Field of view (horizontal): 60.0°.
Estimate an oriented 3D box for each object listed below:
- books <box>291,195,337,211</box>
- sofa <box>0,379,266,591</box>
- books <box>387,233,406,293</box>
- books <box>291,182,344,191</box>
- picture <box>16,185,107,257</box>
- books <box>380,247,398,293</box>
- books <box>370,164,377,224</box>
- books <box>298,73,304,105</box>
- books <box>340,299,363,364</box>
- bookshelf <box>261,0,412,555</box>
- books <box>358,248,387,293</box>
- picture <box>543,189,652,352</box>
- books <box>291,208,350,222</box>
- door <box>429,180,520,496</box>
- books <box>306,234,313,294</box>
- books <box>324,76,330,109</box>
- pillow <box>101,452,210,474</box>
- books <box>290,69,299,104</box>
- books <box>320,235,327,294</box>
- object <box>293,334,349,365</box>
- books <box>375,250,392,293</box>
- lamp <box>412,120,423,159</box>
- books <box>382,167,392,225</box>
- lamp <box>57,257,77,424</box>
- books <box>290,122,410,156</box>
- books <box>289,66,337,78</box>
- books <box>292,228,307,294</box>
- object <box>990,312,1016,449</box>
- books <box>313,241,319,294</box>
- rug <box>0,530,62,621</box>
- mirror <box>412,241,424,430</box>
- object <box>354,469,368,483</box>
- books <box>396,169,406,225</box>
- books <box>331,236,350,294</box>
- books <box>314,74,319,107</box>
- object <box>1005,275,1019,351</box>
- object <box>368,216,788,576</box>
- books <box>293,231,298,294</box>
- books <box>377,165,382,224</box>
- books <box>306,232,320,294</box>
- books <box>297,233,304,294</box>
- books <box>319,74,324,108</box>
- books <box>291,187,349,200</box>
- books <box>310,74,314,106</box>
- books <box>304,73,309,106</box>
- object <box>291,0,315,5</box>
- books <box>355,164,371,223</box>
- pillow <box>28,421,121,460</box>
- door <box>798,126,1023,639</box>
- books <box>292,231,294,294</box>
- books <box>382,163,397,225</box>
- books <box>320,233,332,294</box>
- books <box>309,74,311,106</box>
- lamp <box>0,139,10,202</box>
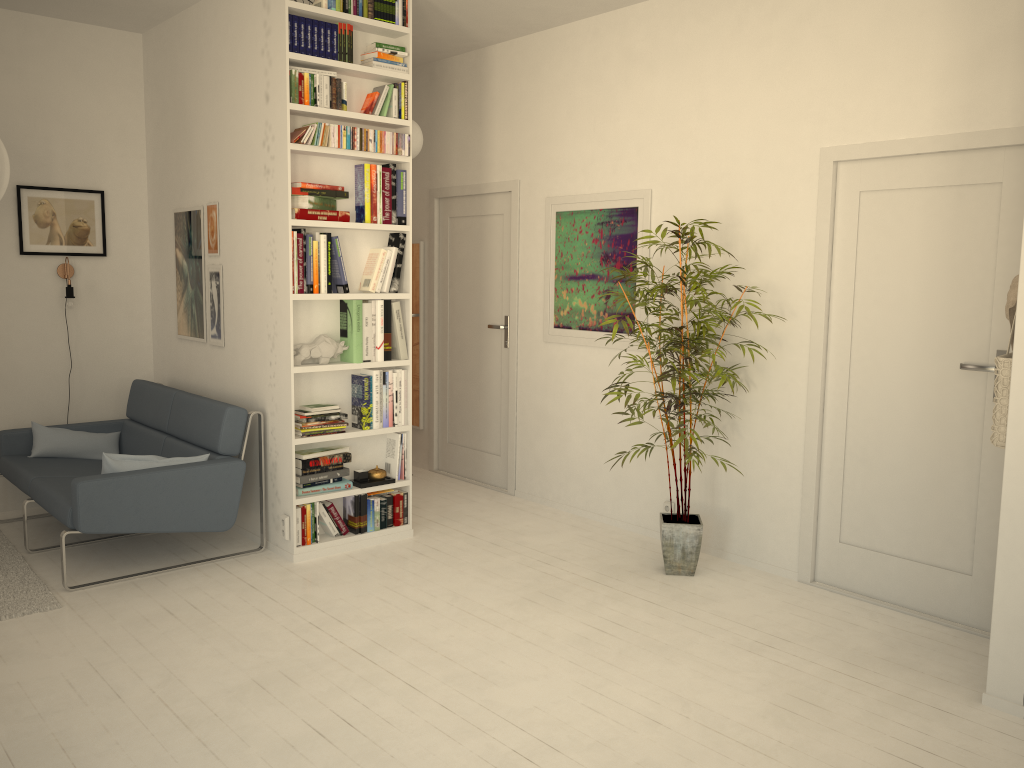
[{"bbox_3d":[-1.000,-0.897,4.432,0.128,0.064,0.269,3,8,19],"label":"books"},{"bbox_3d":[-2.102,0.446,4.775,0.964,0.772,1.604,-5,9,-41],"label":"sofa"},{"bbox_3d":[-0.653,-0.649,4.761,0.092,0.318,0.179,-5,9,-41],"label":"books"},{"bbox_3d":[-1.006,-0.977,4.422,0.203,0.026,0.266,6,9,38],"label":"books"},{"bbox_3d":[-2.696,-0.972,5.323,0.481,0.402,0.015,-5,9,-41],"label":"picture"},{"bbox_3d":[-0.697,-0.609,4.737,0.092,0.244,0.197,-5,9,-41],"label":"books"},{"bbox_3d":[-0.771,-0.984,4.631,0.039,0.301,0.199,-5,9,-41],"label":"books"},{"bbox_3d":[-1.066,-1.414,4.295,0.030,0.149,0.202,-5,9,-41],"label":"books"},{"bbox_3d":[-0.860,-0.279,4.627,0.056,0.328,0.229,-5,9,-41],"label":"books"},{"bbox_3d":[-0.882,-0.584,4.583,0.710,2.898,0.249,-5,9,-41],"label":"bookshelf"},{"bbox_3d":[-0.738,-0.596,4.663,0.115,0.232,0.133,-5,9,-41],"label":"books"},{"bbox_3d":[0.472,-0.655,5.128,0.012,0.876,0.822,-5,9,-41],"label":"picture"},{"bbox_3d":[-0.993,-0.838,4.434,0.301,0.056,0.202,-5,9,-41],"label":"books"},{"bbox_3d":[-0.238,-0.327,6.084,0.166,2.031,0.955,-5,9,-41],"label":"door"},{"bbox_3d":[-1.051,-0.596,4.417,0.030,0.289,0.200,-5,9,-41],"label":"books"},{"bbox_3d":[-0.966,-1.426,4.386,0.035,0.158,0.200,-5,9,-41],"label":"books"},{"bbox_3d":[-1.723,0.460,4.245,0.534,0.353,0.141,-5,9,-41],"label":"pillow"},{"bbox_3d":[-1.088,-1.416,4.271,0.034,0.162,0.197,-5,9,-41],"label":"books"},{"bbox_3d":[-0.991,-0.602,4.463,0.032,0.290,0.189,-5,9,-41],"label":"books"},{"bbox_3d":[-0.978,-0.177,4.493,0.311,0.150,0.137,-4,8,-33],"label":"object"},{"bbox_3d":[-0.715,-0.596,4.692,0.106,0.225,0.138,-5,9,-41],"label":"books"},{"bbox_3d":[-0.690,-1.771,5.505,0.275,0.767,0.275,7,9,43],"label":"lamp"},{"bbox_3d":[-0.705,-0.983,4.672,0.059,0.291,0.182,-5,9,-41],"label":"books"},{"bbox_3d":[-2.767,-0.048,5.296,0.360,1.415,0.112,-5,9,-41],"label":"lamp"},{"bbox_3d":[-0.871,-1.232,4.504,0.665,0.110,0.278,-5,9,-41],"label":"books"},{"bbox_3d":[-1.013,-1.514,4.340,0.255,0.022,0.189,-3,8,-31],"label":"books"},{"bbox_3d":[-1.071,-0.609,4.400,0.021,0.317,0.179,-5,9,-41],"label":"books"},{"bbox_3d":[1.816,-0.089,3.104,0.439,0.612,0.093,-5,9,-41],"label":"object"},{"bbox_3d":[-1.026,-0.582,4.431,0.024,0.260,0.199,-5,9,-41],"label":"books"},{"bbox_3d":[-2.966,0.911,4.028,1.304,0.012,1.662,-5,9,-39],"label":"rug"},{"bbox_3d":[-0.818,-0.371,6.636,0.029,1.369,0.500,-5,9,-41],"label":"mirror"},{"bbox_3d":[-0.805,0.490,4.730,0.058,0.055,0.058,-5,9,-41],"label":"object"},{"bbox_3d":[-0.633,-0.989,4.733,0.054,0.289,0.179,-5,9,-41],"label":"books"},{"bbox_3d":[-0.920,-0.608,4.530,0.093,0.288,0.200,-5,9,-41],"label":"books"},{"bbox_3d":[-1.000,-1.422,4.345,0.012,0.155,0.209,-5,9,-41],"label":"books"},{"bbox_3d":[1.830,-0.283,3.141,0.335,0.385,0.136,-5,9,-41],"label":"object"},{"bbox_3d":[0.308,0.039,4.513,2.089,1.710,0.778,5,8,30],"label":"object"},{"bbox_3d":[-1.114,-0.598,4.373,0.015,0.300,0.207,-5,9,-41],"label":"books"},{"bbox_3d":[-0.743,-0.985,4.648,0.029,0.300,0.185,-5,9,-41],"label":"books"},{"bbox_3d":[-1.020,-0.606,4.456,0.020,0.304,0.193,-5,9,-41],"label":"books"},{"bbox_3d":[-1.091,-0.594,4.384,0.032,0.291,0.203,-5,9,-41],"label":"books"},{"bbox_3d":[-0.995,-1.427,4.371,0.028,0.159,0.223,-5,9,-41],"label":"books"},{"bbox_3d":[-1.006,-0.950,4.437,0.314,0.035,0.205,-5,9,-41],"label":"books"},{"bbox_3d":[-1.024,-1.424,4.345,0.024,0.155,0.188,-5,9,-41],"label":"books"},{"bbox_3d":[-1.042,-1.417,4.309,0.023,0.152,0.199,-5,9,-41],"label":"books"},{"bbox_3d":[-1.000,-1.863,4.229,0.131,0.131,0.131,8,10,44],"label":"object"},{"bbox_3d":[-0.801,-0.985,4.612,0.032,0.300,0.200,-5,9,-41],"label":"books"},{"bbox_3d":[-2.557,0.339,5.206,0.540,0.277,0.157,-5,9,-39],"label":"pillow"},{"bbox_3d":[1.745,-0.016,3.818,0.166,2.031,0.955,-5,9,-41],"label":"door"},{"bbox_3d":[-1.132,-0.597,4.366,0.021,0.301,0.222,-5,9,-41],"label":"books"},{"bbox_3d":[-0.670,-0.999,4.701,0.039,0.317,0.161,-5,9,-41],"label":"books"},{"bbox_3d":[-0.961,-0.610,4.478,0.033,0.306,0.150,-5,9,-41],"label":"books"},{"bbox_3d":[-1.038,-1.419,4.332,0.013,0.149,0.209,-5,9,-41],"label":"books"},{"bbox_3d":[-2.643,-1.389,4.092,0.536,1.228,0.536,0,7,-7],"label":"lamp"}]
